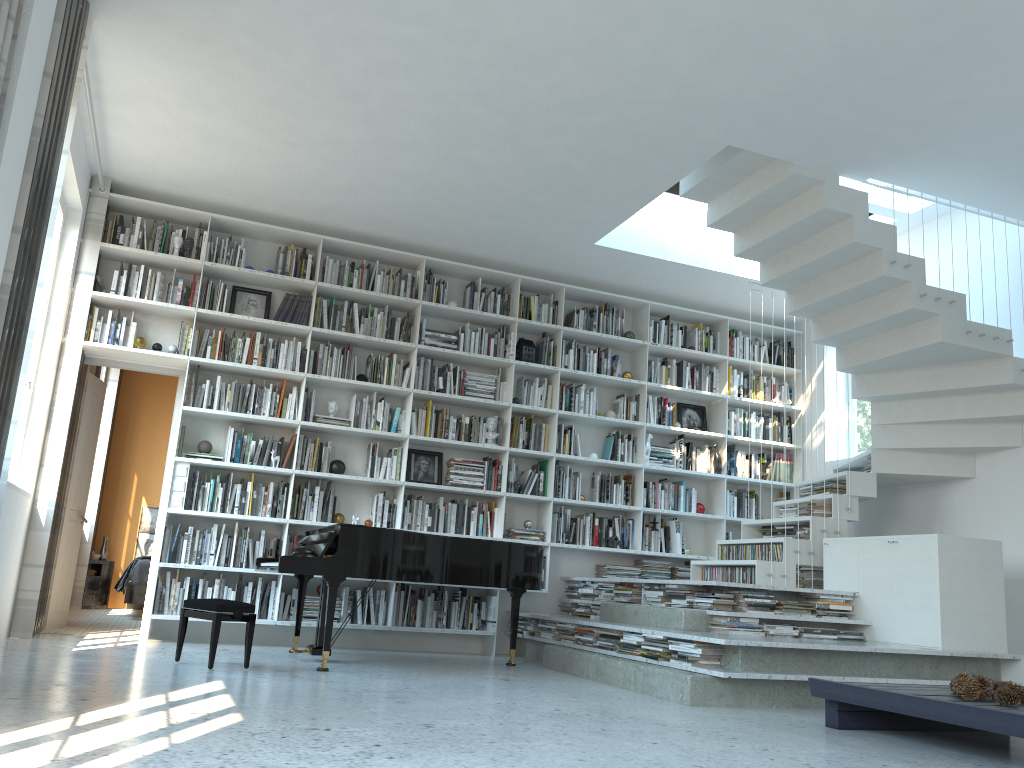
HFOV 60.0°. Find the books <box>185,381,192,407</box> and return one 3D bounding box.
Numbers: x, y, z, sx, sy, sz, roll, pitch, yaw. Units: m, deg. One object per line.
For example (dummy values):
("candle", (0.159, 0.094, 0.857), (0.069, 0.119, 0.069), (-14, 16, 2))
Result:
("books", (-2.405, 0.098, 6.580), (0.026, 0.209, 0.155), (9, -13, -20))

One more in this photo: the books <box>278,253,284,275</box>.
("books", (-1.837, -0.902, 6.998), (0.028, 0.218, 0.153), (9, -13, -20))

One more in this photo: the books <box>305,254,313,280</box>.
("books", (-1.634, -0.888, 7.075), (0.031, 0.253, 0.178), (9, -13, -20))

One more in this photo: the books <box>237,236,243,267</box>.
("books", (-2.125, -0.985, 6.908), (0.007, 0.300, 0.145), (8, -13, -20))

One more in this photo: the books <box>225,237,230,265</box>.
("books", (-2.210, -0.986, 6.861), (0.007, 0.271, 0.155), (9, -13, -20))

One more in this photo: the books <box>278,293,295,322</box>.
("books", (-1.785, -0.562, 6.949), (0.110, 0.279, 0.174), (9, -13, -20))

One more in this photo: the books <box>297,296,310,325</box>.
("books", (-1.669, -0.545, 7.011), (0.078, 0.285, 0.174), (9, -13, -20))

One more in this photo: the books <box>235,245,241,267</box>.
("books", (-2.134, -0.948, 6.875), (0.021, 0.213, 0.173), (9, -13, -20))

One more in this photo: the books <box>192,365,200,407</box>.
("books", (-2.354, 0.040, 6.589), (0.012, 0.333, 0.185), (9, -13, -20))

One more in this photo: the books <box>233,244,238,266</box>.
("books", (-2.152, -0.952, 6.876), (0.013, 0.219, 0.181), (9, -13, -20))

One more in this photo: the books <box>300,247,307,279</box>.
("books", (-1.676, -0.918, 7.052), (0.025, 0.296, 0.164), (9, -13, -20))

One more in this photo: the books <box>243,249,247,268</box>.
("books", (-2.095, -0.934, 6.915), (0.013, 0.209, 0.136), (9, -13, -20))

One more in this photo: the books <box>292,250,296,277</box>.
("books", (-1.741, -0.911, 7.030), (0.010, 0.263, 0.157), (9, -13, -20))

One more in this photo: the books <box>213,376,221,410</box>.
("books", (-2.221, 0.091, 6.655), (0.023, 0.280, 0.174), (9, -13, -20))

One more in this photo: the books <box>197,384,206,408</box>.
("books", (-2.322, 0.113, 6.615), (0.042, 0.208, 0.143), (9, -13, -20))

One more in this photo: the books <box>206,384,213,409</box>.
("books", (-2.259, 0.118, 6.610), (0.028, 0.203, 0.188), (9, -13, -20))

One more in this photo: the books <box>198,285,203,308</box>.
("books", (-2.377, -0.626, 6.752), (0.006, 0.232, 0.136), (8, -13, -20))

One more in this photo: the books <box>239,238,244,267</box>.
("books", (-2.120, -0.977, 6.922), (0.015, 0.292, 0.131), (9, -13, -20))

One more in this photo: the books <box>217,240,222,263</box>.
("books", (-2.262, -0.971, 6.837), (0.013, 0.224, 0.177), (9, -13, -20))

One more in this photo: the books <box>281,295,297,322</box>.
("books", (-1.770, -0.555, 6.973), (0.110, 0.279, 0.174), (9, -13, -20))

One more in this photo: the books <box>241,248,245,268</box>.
("books", (-2.104, -0.934, 6.901), (0.014, 0.201, 0.171), (9, -13, -20))

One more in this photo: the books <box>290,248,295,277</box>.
("books", (-1.756, -0.920, 7.040), (0.013, 0.282, 0.167), (9, -13, -20))

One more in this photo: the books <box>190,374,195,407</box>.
("books", (-2.375, 0.071, 6.578), (0.027, 0.265, 0.176), (9, -13, -20))

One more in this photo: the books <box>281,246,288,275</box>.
("books", (-1.808, -0.929, 7.009), (0.024, 0.279, 0.188), (9, -13, -20))

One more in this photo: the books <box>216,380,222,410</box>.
("books", (-2.204, 0.109, 6.649), (0.011, 0.245, 0.176), (9, -13, -20))

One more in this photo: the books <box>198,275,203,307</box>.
("books", (-2.369, -0.663, 6.725), (0.005, 0.292, 0.184), (8, -13, -20))

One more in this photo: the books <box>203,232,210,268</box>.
("books", (-2.354, -1.012, 6.823), (0.007, 0.284, 0.160), (9, -13, -20))

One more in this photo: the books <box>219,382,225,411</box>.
("books", (-2.184, 0.120, 6.681), (0.049, 0.242, 0.139), (9, -13, -20))

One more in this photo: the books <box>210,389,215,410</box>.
("books", (-2.253, 0.138, 6.657), (0.021, 0.187, 0.129), (9, -13, -20))

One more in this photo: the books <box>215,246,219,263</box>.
("books", (-2.284, -0.955, 6.844), (0.017, 0.193, 0.129), (9, -13, -20))

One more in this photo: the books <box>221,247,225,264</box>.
("books", (-2.242, -0.949, 6.856), (0.014, 0.192, 0.146), (9, -13, -20))

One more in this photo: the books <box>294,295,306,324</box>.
("books", (-1.692, -0.547, 7.008), (0.078, 0.285, 0.174), (9, -13, -20))

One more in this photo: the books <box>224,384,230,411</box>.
("books", (-2.148, 0.127, 6.673), (0.014, 0.229, 0.148), (9, -13, -20))

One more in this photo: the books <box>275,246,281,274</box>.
("books", (-1.858, -0.931, 7.008), (0.013, 0.277, 0.151), (9, -13, -20))

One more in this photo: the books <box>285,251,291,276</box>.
("books", (-1.785, -0.910, 7.014), (0.028, 0.248, 0.156), (9, -13, -20))

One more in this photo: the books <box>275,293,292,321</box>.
("books", (-1.812, -0.562, 6.957), (0.110, 0.279, 0.174), (9, -13, -20))

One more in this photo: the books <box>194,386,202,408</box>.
("books", (-2.338, 0.119, 6.588), (0.037, 0.181, 0.189), (9, -13, -20))

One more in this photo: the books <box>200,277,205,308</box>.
("books", (-2.360, -0.655, 6.739), (0.006, 0.286, 0.148), (8, -13, -20))

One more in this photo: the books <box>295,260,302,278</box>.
("books", (-1.707, -0.868, 7.042), (0.027, 0.190, 0.178), (9, -13, -20))

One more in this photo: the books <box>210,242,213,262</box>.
("books", (-2.315, -0.970, 6.827), (0.032, 0.209, 0.158), (9, -13, -20))

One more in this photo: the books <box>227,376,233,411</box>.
("books", (-2.134, 0.097, 6.682), (0.011, 0.292, 0.184), (9, -13, -20))

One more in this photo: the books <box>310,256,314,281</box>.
("books", (-1.607, -0.879, 7.100), (0.039, 0.251, 0.147), (9, -13, -20))

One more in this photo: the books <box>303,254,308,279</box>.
("books", (-1.664, -0.893, 7.078), (0.022, 0.260, 0.152), (9, -13, -20))

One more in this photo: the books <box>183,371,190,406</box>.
("books", (-2.423, 0.060, 6.589), (0.012, 0.284, 0.160), (9, -13, -20))

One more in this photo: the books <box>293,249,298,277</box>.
("books", (-1.732, -0.914, 7.036), (0.011, 0.273, 0.184), (9, -13, -20))

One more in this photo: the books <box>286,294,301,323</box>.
("books", (-1.735, -0.557, 6.965), (0.097, 0.282, 0.174), (9, -13, -20))

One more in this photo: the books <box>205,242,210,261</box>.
("books", (-2.343, -0.972, 6.810), (0.017, 0.203, 0.142), (9, -13, -20))

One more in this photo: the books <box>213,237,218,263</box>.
("books", (-2.290, -0.987, 6.832), (0.012, 0.248, 0.180), (9, -13, -20))

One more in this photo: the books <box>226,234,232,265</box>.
("books", (-2.194, -0.991, 6.852), (0.015, 0.279, 0.191), (9, -13, -20))

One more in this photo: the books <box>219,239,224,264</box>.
("books", (-2.250, -0.977, 6.848), (0.016, 0.242, 0.156), (9, -13, -20))

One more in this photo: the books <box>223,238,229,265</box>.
("books", (-2.221, -0.982, 6.857), (0.016, 0.260, 0.154), (9, -13, -20))

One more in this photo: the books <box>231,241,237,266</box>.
("books", (-2.166, -0.968, 6.884), (0.013, 0.252, 0.129), (9, -13, -20))

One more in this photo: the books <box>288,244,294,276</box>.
("books", (-1.772, -0.937, 7.053), (0.014, 0.320, 0.137), (9, -13, -20))

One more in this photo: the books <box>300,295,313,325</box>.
("books", (-1.643, -0.544, 7.006), (0.078, 0.285, 0.174), (9, -13, -20))

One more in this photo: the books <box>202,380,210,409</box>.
("books", (-2.285, 0.101, 6.614), (0.022, 0.235, 0.177), (9, -13, -20))

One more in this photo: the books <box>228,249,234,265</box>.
("books", (-2.185, -0.938, 6.865), (0.026, 0.182, 0.161), (9, -13, -20))

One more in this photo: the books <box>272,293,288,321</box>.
("books", (-1.830, -0.566, 6.941), (0.110, 0.279, 0.174), (9, -13, -20))

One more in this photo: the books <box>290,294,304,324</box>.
("books", (-1.711, -0.551, 6.996), (0.078, 0.285, 0.174), (9, -13, -20))

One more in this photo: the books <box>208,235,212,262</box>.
("books", (-2.332, -0.996, 6.826), (0.007, 0.258, 0.157), (9, -13, -20))

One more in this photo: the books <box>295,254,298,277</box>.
("books", (-1.732, -0.898, 7.065), (0.013, 0.254, 0.129), (9, -13, -20))
